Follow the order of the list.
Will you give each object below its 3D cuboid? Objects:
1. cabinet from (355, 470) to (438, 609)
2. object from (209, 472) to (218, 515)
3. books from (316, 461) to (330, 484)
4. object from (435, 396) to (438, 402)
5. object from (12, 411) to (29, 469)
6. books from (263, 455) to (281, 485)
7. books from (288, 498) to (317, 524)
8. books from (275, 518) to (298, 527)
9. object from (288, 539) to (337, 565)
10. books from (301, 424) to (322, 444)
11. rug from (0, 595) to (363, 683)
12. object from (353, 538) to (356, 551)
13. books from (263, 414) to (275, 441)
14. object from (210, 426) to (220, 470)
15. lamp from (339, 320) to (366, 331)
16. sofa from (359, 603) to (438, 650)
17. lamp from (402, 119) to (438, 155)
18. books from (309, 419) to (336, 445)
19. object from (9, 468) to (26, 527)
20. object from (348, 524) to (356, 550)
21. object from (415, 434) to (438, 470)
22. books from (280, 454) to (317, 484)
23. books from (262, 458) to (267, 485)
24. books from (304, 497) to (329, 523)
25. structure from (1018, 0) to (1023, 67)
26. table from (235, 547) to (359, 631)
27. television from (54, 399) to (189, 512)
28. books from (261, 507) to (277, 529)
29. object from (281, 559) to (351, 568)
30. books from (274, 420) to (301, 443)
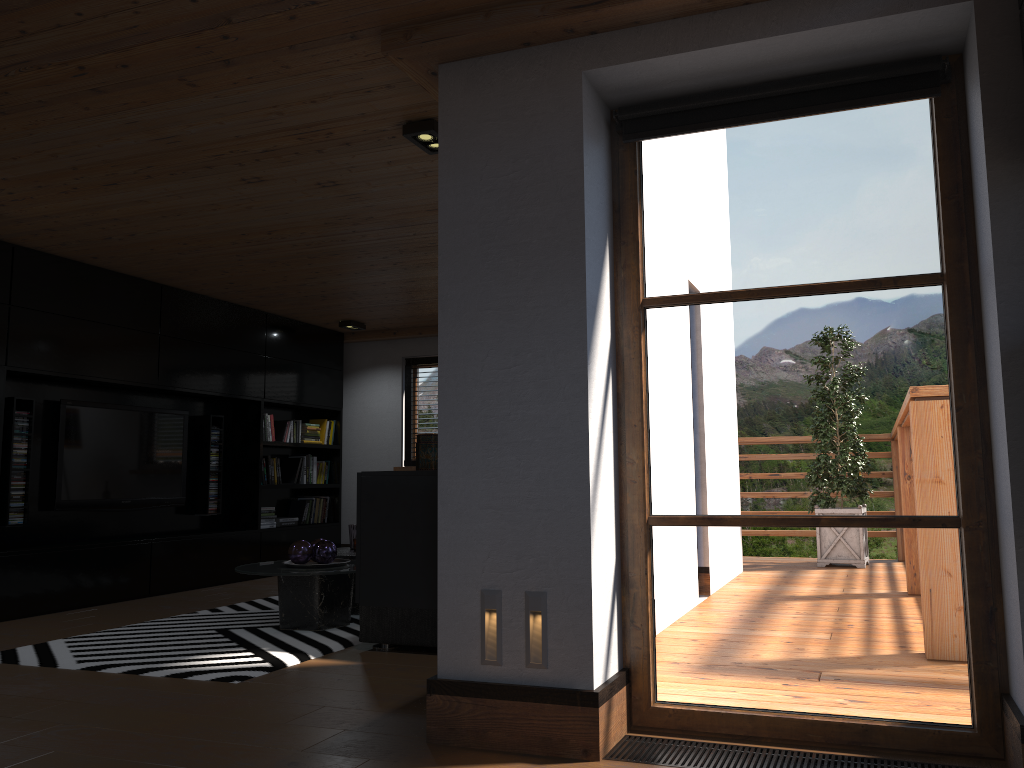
[{"bbox_3d":[-0.206,0.582,3.518,0.355,0.469,0.961,-3,-7,22],"label":"cabinet"},{"bbox_3d":[-2.613,0.929,7.583,0.124,0.379,0.126,-3,-7,21],"label":"object"},{"bbox_3d":[-2.003,0.901,9.014,0.187,0.239,0.291,-3,-7,20],"label":"books"},{"bbox_3d":[-0.203,0.094,3.533,0.150,0.505,0.327,-3,-7,21],"label":"object"},{"bbox_3d":[-3.323,0.373,5.897,0.124,0.380,0.126,-3,-7,21],"label":"object"},{"bbox_3d":[-2.292,0.808,8.309,0.208,0.270,0.238,-3,-7,21],"label":"books"},{"bbox_3d":[-2.084,1.261,8.798,0.205,0.256,0.246,-3,-7,20],"label":"books"},{"bbox_3d":[-2.209,1.317,8.452,0.207,0.073,0.268,-4,-7,25],"label":"books"},{"bbox_3d":[-1.150,0.984,5.203,0.284,0.143,0.264,-1,-6,5],"label":"object"},{"bbox_3d":[-2.070,0.503,8.848,0.258,0.198,0.298,-3,-7,24],"label":"books"},{"bbox_3d":[-1.376,1.435,5.370,1.648,0.020,2.920,-3,-7,21],"label":"rug"},{"bbox_3d":[-1.013,1.063,5.871,0.078,0.081,0.080,-5,-8,36],"label":"object"},{"bbox_3d":[-2.332,0.395,8.138,0.206,0.270,0.242,-3,-7,21],"label":"books"},{"bbox_3d":[-2.616,0.552,7.629,0.124,0.380,0.126,-3,-7,21],"label":"object"},{"bbox_3d":[-1.562,-0.578,8.674,0.154,0.068,0.263,-3,-7,22],"label":"lamp"},{"bbox_3d":[-0.200,1.076,5.917,2.071,0.820,3.110,-3,-7,22],"label":"sofa"},{"bbox_3d":[-0.359,-1.104,3.943,0.154,0.068,0.263,-3,-7,22],"label":"lamp"},{"bbox_3d":[-1.950,0.498,9.085,0.211,0.261,0.212,-3,-7,21],"label":"books"},{"bbox_3d":[-3.319,0.749,5.851,0.124,0.379,0.126,-3,-7,21],"label":"object"},{"bbox_3d":[-1.055,1.031,5.969,0.095,0.168,0.094,0,-7,-7],"label":"object"},{"bbox_3d":[-0.301,0.250,3.239,0.108,0.135,0.097,-2,-7,12],"label":"object"},{"bbox_3d":[-2.114,0.838,8.712,0.220,0.297,0.347,-3,-7,22],"label":"books"},{"bbox_3d":[-2.373,0.792,8.111,0.208,0.270,0.238,-3,-7,21],"label":"books"},{"bbox_3d":[-2.005,1.278,8.993,0.211,0.261,0.253,-3,-7,21],"label":"books"},{"bbox_3d":[2.011,-0.444,1.946,1.432,1.652,0.436,-3,-7,21],"label":"structure"},{"bbox_3d":[-1.023,1.245,5.449,0.888,0.372,1.534,-3,-7,22],"label":"table"},{"bbox_3d":[-2.964,0.570,6.804,0.050,0.814,1.261,-3,-7,22],"label":"television"},{"bbox_3d":[-2.337,1.226,8.126,0.256,0.188,0.305,-4,-7,28],"label":"books"},{"bbox_3d":[-1.144,1.048,5.179,0.390,0.022,0.399,-6,-8,40],"label":"object"},{"bbox_3d":[-2.209,0.463,8.595,0.181,0.233,0.286,-4,-7,25],"label":"books"}]
